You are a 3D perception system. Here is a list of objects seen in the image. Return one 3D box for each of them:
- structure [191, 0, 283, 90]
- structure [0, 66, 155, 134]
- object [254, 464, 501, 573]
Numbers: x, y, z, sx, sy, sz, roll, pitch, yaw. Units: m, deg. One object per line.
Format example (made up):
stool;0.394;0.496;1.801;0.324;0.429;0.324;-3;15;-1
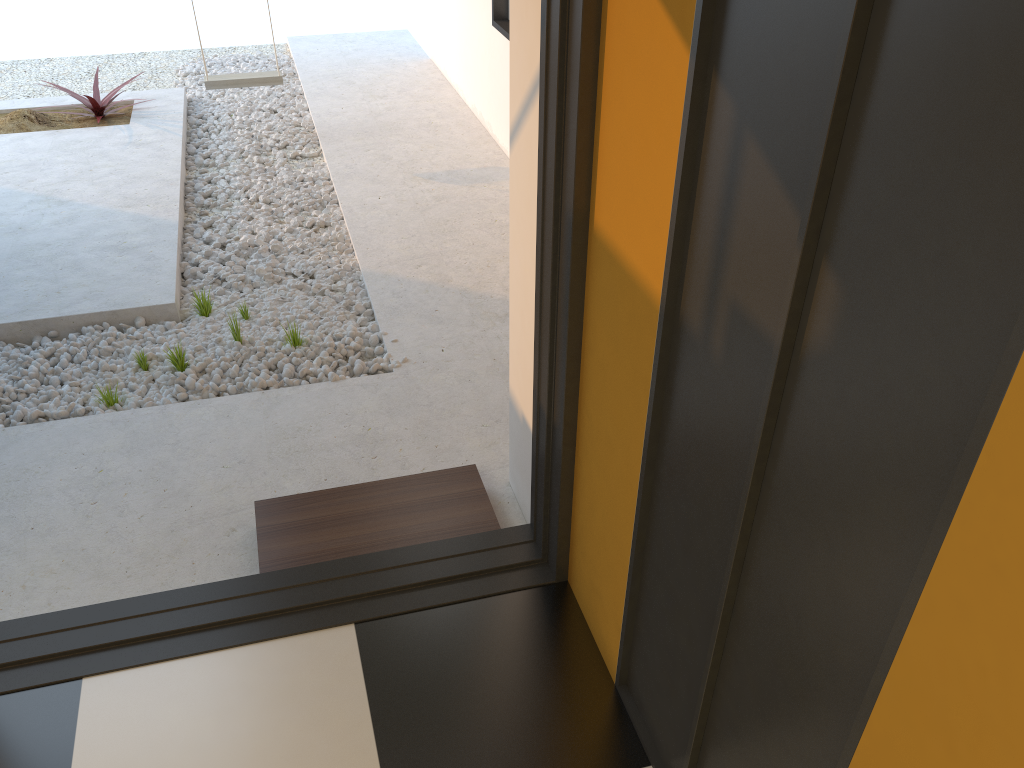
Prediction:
structure;-1.642;-2.616;4.860;0.460;1.954;0.123;-9;37;-12
structure;-2.969;-1.819;5.782;1.199;0.306;0.715;-9;36;-12
object;-0.411;0.445;2.700;0.701;0.106;0.335;-9;36;-12
